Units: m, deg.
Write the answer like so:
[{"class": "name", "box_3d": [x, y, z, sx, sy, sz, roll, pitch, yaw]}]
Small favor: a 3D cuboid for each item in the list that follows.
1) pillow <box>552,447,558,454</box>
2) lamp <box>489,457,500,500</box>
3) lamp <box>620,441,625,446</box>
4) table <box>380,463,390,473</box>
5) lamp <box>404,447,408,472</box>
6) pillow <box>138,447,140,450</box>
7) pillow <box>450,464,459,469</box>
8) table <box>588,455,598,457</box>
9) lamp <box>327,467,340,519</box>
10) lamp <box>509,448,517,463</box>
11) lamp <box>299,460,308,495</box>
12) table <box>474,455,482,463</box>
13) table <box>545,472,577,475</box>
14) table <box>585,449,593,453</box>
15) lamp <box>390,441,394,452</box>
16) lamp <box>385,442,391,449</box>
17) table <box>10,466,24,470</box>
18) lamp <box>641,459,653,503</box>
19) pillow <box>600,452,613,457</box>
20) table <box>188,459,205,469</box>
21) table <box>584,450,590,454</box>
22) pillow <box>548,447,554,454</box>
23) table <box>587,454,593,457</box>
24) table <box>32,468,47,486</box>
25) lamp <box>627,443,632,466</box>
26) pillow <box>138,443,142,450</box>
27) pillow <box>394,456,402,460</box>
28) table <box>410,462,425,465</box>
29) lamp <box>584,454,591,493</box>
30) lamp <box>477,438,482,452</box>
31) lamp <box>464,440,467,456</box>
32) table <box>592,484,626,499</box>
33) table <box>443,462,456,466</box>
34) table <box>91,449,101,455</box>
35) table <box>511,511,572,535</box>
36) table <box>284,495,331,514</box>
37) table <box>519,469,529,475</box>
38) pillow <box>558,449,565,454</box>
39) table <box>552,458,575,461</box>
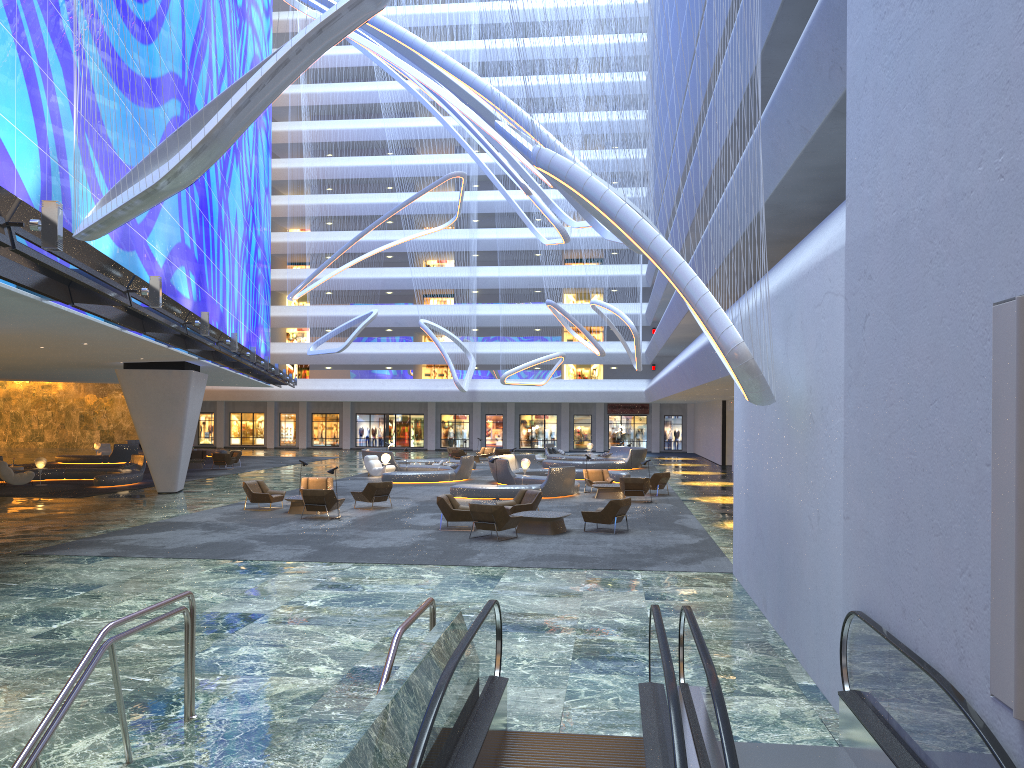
[{"class": "pillow", "box_3d": [2.438, 3.716, 49.752, 0.315, 0.386, 0.785, 0, -2, 22]}, {"class": "lamp", "box_3d": [-0.544, 2.901, 27.239, 0.384, 1.300, 0.202, 0, 0, 24]}, {"class": "lamp", "box_3d": [5.787, 3.590, 46.158, 0.384, 1.300, 0.202, 0, 0, 6]}, {"class": "table", "box_3d": [-5.133, 3.501, 35.829, 0.418, 0.595, 0.428, 1, -1, -19]}, {"class": "lamp", "box_3d": [-4.212, 3.154, 35.330, 0.202, 1.300, 0.384, 0, 0, -18]}, {"class": "pillow", "box_3d": [-21.636, 3.616, 50.889, 0.281, 0.417, 0.759, 0, -2, 0]}, {"class": "pillow", "box_3d": [-1.999, 3.255, 35.128, 0.692, 0.262, 0.877, 0, -2, 15]}, {"class": "table", "box_3d": [4.439, 4.127, 49.002, 0.671, 0.406, 0.674, 0, -1, 3]}, {"class": "lamp", "box_3d": [-4.411, 2.695, 21.949, 0.384, 1.300, 0.202, 0, 0, 24]}, {"class": "lamp", "box_3d": [0.065, 3.187, 35.466, 0.384, 1.300, 0.202, 0, 0, 24]}, {"class": "lamp", "box_3d": [-5.930, 2.793, 25.107, 0.202, 1.300, 0.384, 0, 0, 23]}, {"class": "table", "box_3d": [-2.319, 4.047, 47.923, 1.203, 0.392, 1.203, -1, -2, 42]}, {"class": "table", "box_3d": [1.845, 3.584, 33.600, 1.203, 0.392, 1.204, 0, -2, 7]}, {"class": "table", "box_3d": [4.514, 4.114, 51.654, 0.418, 0.595, 0.428, 1, -1, -19]}, {"class": "lamp", "box_3d": [-5.856, 3.406, 42.991, 0.202, 1.300, 0.384, 0, 0, -40]}, {"class": "lamp", "box_3d": [-5.690, 3.325, 40.583, 0.384, 1.300, 0.202, 0, 0, 0]}, {"class": "table", "box_3d": [-19.735, 3.502, 35.338, 0.671, 0.406, 0.674, 1, -1, -6]}, {"class": "lamp", "box_3d": [4.047, 2.910, 26.632, 0.384, 1.300, 0.202, 0, 0, 24]}, {"class": "pillow", "box_3d": [4.919, 3.678, 46.155, 0.692, 0.262, 0.877, 1, -2, -31]}, {"class": "table", "box_3d": [-14.966, 3.741, 41.369, 1.203, 0.392, 1.203, 1, -2, -29]}, {"class": "table", "box_3d": [4.338, 4.061, 50.398, 0.418, 0.595, 0.427, 1, -1, -39]}, {"class": "pillow", "box_3d": [2.227, 3.738, 49.741, 0.295, 0.369, 0.769, 0, -2, 19]}, {"class": "table", "box_3d": [3.995, 3.896, 45.639, 0.418, 0.595, 0.428, 0, -1, 3]}, {"class": "table", "box_3d": [-16.643, 3.272, 31.291, 0.427, 0.595, 0.418, 0, -1, 6]}, {"class": "lamp", "box_3d": [5.607, 3.450, 42.103, 0.202, 1.300, 0.384, 0, 0, -34]}, {"class": "pillow", "box_3d": [-21.475, 3.653, 51.802, 0.315, 0.386, 0.785, 0, -2, 23]}, {"class": "pillow", "box_3d": [-5.487, 3.533, 42.050, 0.443, 0.207, 0.445, 1, -2, -32]}, {"class": "table", "box_3d": [-4.285, 3.770, 40.237, 0.673, 0.406, 0.671, 0, -2, 26]}, {"class": "lamp", "box_3d": [2.528, 3.008, 29.790, 0.202, 1.300, 0.384, 0, 0, 23]}, {"class": "lamp", "box_3d": [-1.829, 3.660, 49.658, 0.384, 1.300, 0.202, 0, 0, -32]}, {"class": "lamp", "box_3d": [-2.406, 3.538, 46.201, 0.202, 1.300, 0.384, 0, 0, -31]}, {"class": "table", "box_3d": [3.126, 3.403, 28.091, 1.203, 0.392, 1.204, 0, -2, 6]}, {"class": "table", "box_3d": [-2.772, 3.783, 40.342, 0.673, 0.406, 0.671, 1, -2, -31]}, {"class": "table", "box_3d": [-22.171, 3.782, 47.252, 0.418, 0.595, 0.428, 0, -1, 6]}, {"class": "table", "box_3d": [0.658, 3.104, 19.812, 1.203, 0.392, 1.203, 0, -2, 25]}, {"class": "table", "box_3d": [-5.333, 3.188, 23.408, 1.203, 0.392, 1.204, 0, -2, 7]}, {"class": "table", "box_3d": [0.457, 3.431, 32.713, 0.418, 0.595, 0.428, 0, -1, 6]}, {"class": "pillow", "box_3d": [2.677, 3.818, 50.017, 0.874, 0.280, 0.685, -1, -2, 44]}, {"class": "table", "box_3d": [2.617, 3.972, 44.805, 1.203, 0.392, 1.204, 0, -2, 7]}]
